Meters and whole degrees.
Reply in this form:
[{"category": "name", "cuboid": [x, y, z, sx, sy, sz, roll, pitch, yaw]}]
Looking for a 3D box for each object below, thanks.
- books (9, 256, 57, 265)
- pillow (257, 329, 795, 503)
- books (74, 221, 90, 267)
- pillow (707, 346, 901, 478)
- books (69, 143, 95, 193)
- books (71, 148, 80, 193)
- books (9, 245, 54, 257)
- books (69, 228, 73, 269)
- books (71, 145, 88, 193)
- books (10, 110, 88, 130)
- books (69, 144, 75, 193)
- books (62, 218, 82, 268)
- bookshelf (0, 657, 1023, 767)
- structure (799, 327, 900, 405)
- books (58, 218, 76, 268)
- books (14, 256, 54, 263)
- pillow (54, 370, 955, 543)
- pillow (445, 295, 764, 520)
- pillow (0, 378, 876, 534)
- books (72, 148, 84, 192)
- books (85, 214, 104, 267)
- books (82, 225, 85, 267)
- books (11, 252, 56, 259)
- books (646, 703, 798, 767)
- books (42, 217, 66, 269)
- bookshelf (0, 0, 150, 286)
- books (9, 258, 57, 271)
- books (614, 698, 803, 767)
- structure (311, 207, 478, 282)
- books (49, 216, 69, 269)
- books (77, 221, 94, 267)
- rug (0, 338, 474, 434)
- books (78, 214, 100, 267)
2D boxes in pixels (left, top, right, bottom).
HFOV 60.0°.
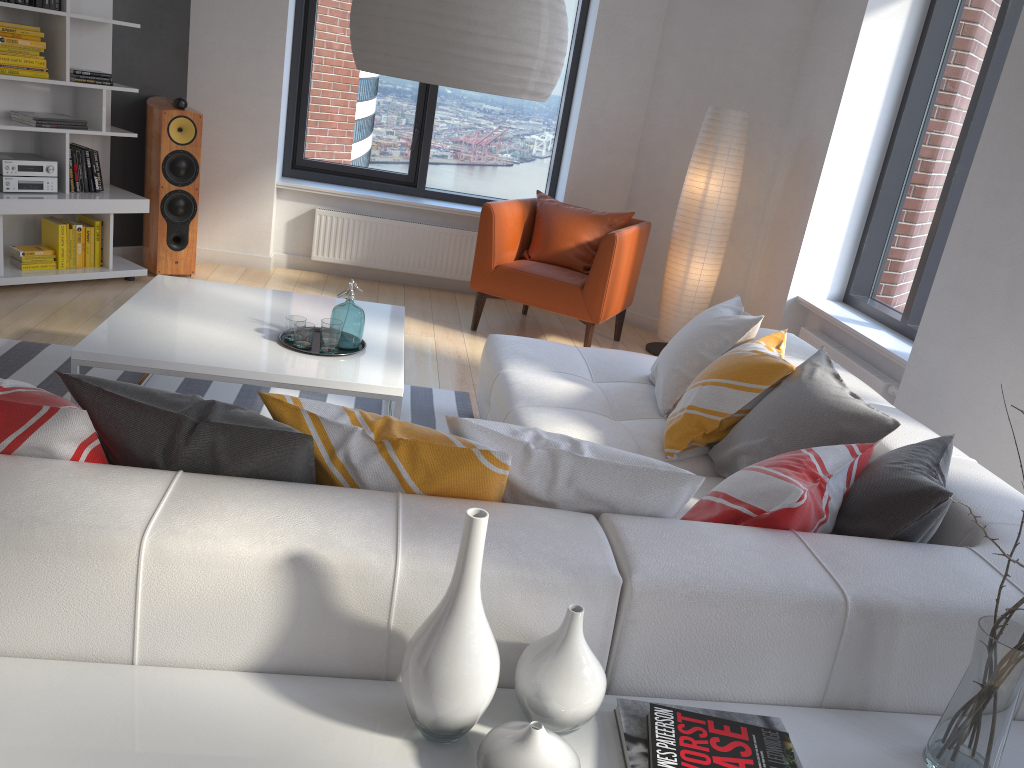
[{"category": "books", "cuboid": [-2.697, -0.701, 4.994, 0.148, 0.011, 0.196, 23, 23, 33]}, {"category": "pillow", "cuboid": [0.244, 0.117, 2.554, 0.630, 0.440, 2.095, 24, 23, 35]}, {"category": "books", "cuboid": [-2.519, -0.817, 5.177, 0.172, 0.234, 0.024, 23, 23, 33]}, {"category": "pillow", "cuboid": [-0.341, 0.098, 2.250, 2.953, 0.453, 0.647, 3, 20, -21]}, {"category": "books", "cuboid": [-2.483, -1.248, 5.113, 0.193, 0.255, 0.066, 23, 22, 33]}, {"category": "books", "cuboid": [-2.533, -1.229, 5.060, 0.189, 0.240, 0.053, 23, 23, 33]}, {"category": "books", "cuboid": [-2.697, -0.750, 4.980, 0.138, 0.026, 0.186, 23, 23, 33]}, {"category": "books", "cuboid": [-2.571, -0.792, 5.092, 0.156, 0.229, 0.024, 23, 23, 33]}, {"category": "books", "cuboid": [-2.493, -1.235, 5.087, 0.169, 0.242, 0.050, 22, 22, 33]}, {"category": "books", "cuboid": [-2.566, -1.463, 4.917, 0.250, 0.047, 0.310, 21, 22, 29]}, {"category": "books", "cuboid": [-2.553, -1.240, 5.032, 0.202, 0.268, 0.053, 23, 23, 33]}, {"category": "books", "cuboid": [-2.552, -0.817, 5.134, 0.185, 0.250, 0.035, 23, 23, 33]}, {"category": "bookshelf", "cuboid": [-0.035, 0.833, 1.487, 2.600, 0.500, 0.356, 7, 19, -9]}, {"category": "structure", "cuboid": [1.716, 0.067, 4.656, 0.110, 0.460, 1.015, 7, 19, -9]}, {"category": "books", "cuboid": [-2.570, -0.814, 5.114, 0.180, 0.251, 0.019, 23, 23, 33]}, {"category": "books", "cuboid": [-2.683, -0.707, 4.974, 0.113, 0.018, 0.169, 23, 23, 34]}, {"category": "pillow", "cuboid": [0.109, 0.262, 2.017, 2.120, 0.436, 0.608, 5, 19, -13]}, {"category": "pillow", "cuboid": [0.413, 0.038, 2.813, 0.580, 0.456, 2.156, 15, 19, 15]}, {"category": "pillow", "cuboid": [-0.215, 0.251, 1.966, 2.250, 0.449, 0.575, 6, 19, -12]}, {"category": "books", "cuboid": [-2.513, -1.230, 5.075, 0.170, 0.236, 0.049, 23, 23, 34]}, {"category": "books", "cuboid": [-2.480, -0.853, 5.245, 0.213, 0.270, 0.025, 23, 23, 33]}, {"category": "books", "cuboid": [-2.536, -0.817, 5.160, 0.169, 0.239, 0.023, 23, 23, 33]}, {"category": "books", "cuboid": [-2.689, -0.727, 4.983, 0.134, 0.014, 0.187, 23, 23, 33]}, {"category": "books", "cuboid": [0.339, 0.609, 1.426, 0.238, 0.027, 0.188, 11, 19, 4]}, {"category": "books", "cuboid": [-2.613, -0.805, 5.060, 0.198, 0.255, 0.044, 23, 23, 33]}, {"category": "bookshelf", "cuboid": [-3.138, -1.409, 4.002, 0.455, 2.052, 3.000, 23, 23, 33]}, {"category": "books", "cuboid": [-2.698, -0.679, 4.998, 0.147, 0.033, 0.190, 23, 23, 33]}, {"category": "books", "cuboid": [0.333, 0.626, 1.457, 0.300, 0.026, 0.245, 8, 19, -4]}, {"category": "structure", "cuboid": [-0.666, -0.913, 6.291, 1.474, 0.460, 0.110, 7, 19, -9]}, {"category": "books", "cuboid": [-2.595, -0.812, 5.084, 0.199, 0.263, 0.015, 23, 23, 33]}, {"category": "books", "cuboid": [-2.506, -0.823, 5.200, 0.172, 0.234, 0.024, 23, 23, 33]}, {"category": "rug", "cuboid": [-1.258, 0.188, 3.490, 2.326, 0.016, 1.662, 7, 19, -9]}, {"category": "books", "cuboid": [-2.490, -0.846, 5.219, 0.204, 0.270, 0.029, 23, 23, 33]}]
